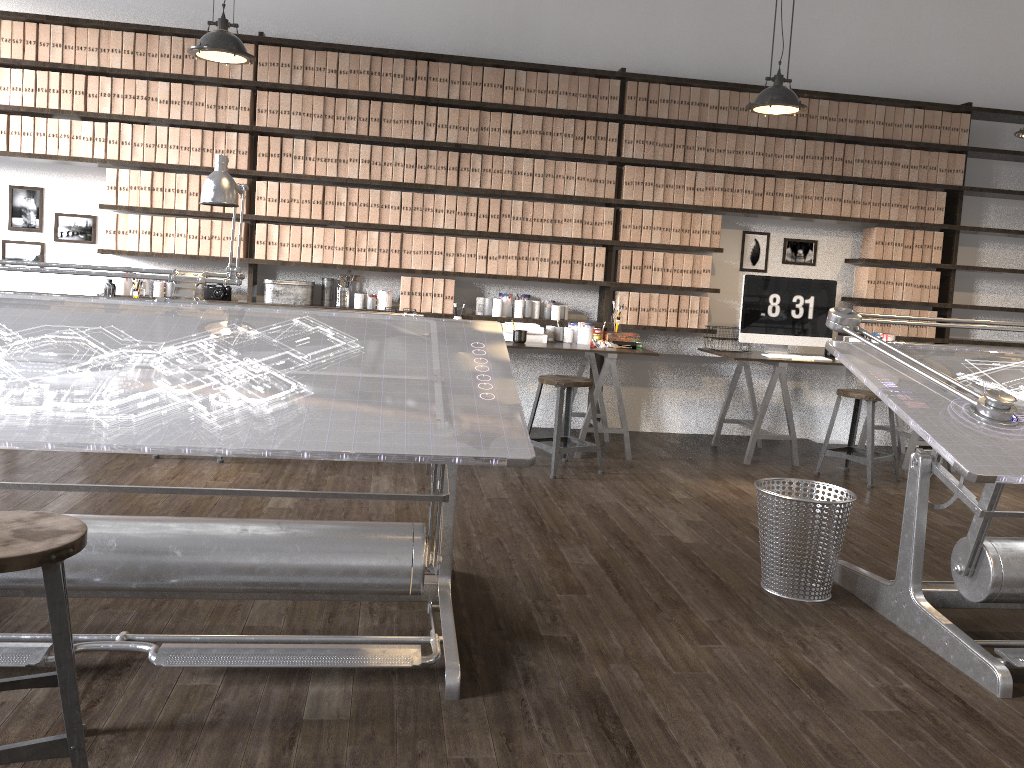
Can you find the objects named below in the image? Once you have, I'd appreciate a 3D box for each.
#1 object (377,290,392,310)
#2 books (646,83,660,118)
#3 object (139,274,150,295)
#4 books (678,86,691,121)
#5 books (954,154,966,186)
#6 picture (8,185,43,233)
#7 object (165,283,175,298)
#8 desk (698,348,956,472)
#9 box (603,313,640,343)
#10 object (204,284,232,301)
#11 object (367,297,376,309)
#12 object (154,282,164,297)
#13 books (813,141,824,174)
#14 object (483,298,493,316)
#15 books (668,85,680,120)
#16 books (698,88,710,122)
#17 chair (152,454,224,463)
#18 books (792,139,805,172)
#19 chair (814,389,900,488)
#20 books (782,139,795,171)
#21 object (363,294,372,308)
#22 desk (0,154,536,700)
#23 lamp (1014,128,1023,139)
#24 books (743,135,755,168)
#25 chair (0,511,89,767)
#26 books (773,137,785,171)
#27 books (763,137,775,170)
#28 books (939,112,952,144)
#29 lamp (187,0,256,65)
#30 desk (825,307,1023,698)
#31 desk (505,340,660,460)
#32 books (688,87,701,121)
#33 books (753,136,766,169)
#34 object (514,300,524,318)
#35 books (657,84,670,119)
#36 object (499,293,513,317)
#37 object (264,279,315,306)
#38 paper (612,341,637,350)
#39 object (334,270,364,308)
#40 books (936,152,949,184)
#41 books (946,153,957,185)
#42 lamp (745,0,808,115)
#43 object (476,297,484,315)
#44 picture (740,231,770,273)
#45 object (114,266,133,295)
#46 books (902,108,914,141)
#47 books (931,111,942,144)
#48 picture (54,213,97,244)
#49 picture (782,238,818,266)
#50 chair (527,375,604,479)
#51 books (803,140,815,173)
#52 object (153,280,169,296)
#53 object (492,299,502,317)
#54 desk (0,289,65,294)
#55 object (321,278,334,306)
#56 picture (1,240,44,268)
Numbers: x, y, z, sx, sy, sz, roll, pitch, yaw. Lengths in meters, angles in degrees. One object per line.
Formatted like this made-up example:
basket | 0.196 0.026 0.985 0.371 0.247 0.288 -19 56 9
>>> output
object | -0.830 -0.542 5.767 0.095 0.127 0.094 4 5 -1
books | 0.920 -1.875 5.911 0.066 0.225 0.175 3 5 -8
object | -2.326 -0.628 5.595 0.070 0.130 0.070 6 5 30
books | 1.131 -1.865 5.940 0.066 0.225 0.175 3 5 -8
books | 3.100 -1.495 6.238 0.066 0.224 0.175 3 5 -8
picture | -3.068 -1.105 5.592 0.201 0.283 0.022 3 4 -9
object | -2.143 -0.589 5.564 0.062 0.093 0.063 2 5 -22
desk | 2.113 0.167 5.849 1.667 0.667 0.659 3 6 -8
box | 0.709 -0.352 5.725 0.212 0.206 0.138 3 5 -8
object | -1.865 -0.586 5.613 0.171 0.108 0.091 3 5 -8
object | -0.907 -0.534 5.797 0.062 0.093 0.182 4 6 6
object | -2.209 -0.591 5.540 0.062 0.094 0.062 2 5 -22
books | 2.065 -1.545 6.092 0.066 0.224 0.175 3 5 -8
object | -0.156 -0.507 5.850 0.063 0.117 0.063 7 6 33
books | 1.060 -1.868 5.930 0.066 0.225 0.175 3 5 -8
books | 1.263 -1.858 5.958 0.066 0.224 0.175 3 5 -8
chair | -1.675 0.128 4.773 0.371 0.526 0.360 4 5 0
books | 1.931 -1.550 6.069 0.066 0.225 0.175 3 5 -8
chair | 2.074 0.311 5.259 0.358 0.526 0.373 0 7 -40
books | 1.859 -1.554 6.063 0.066 0.225 0.175 3 5 -8
object | -0.951 -0.542 5.807 0.063 0.093 0.062 9 7 44
desk | -1.133 -0.003 2.569 2.279 1.381 1.082 3 5 -8
lamp | 2.982 -2.468 4.740 0.311 2.244 0.313 5 4 16
books | 1.580 -1.567 6.023 0.066 0.224 0.175 3 5 -8
chair | -1.006 0.548 1.723 0.358 0.526 0.373 1 6 -30
books | 1.789 -1.558 6.057 0.066 0.225 0.175 3 5 -8
books | 1.721 -1.561 6.045 0.066 0.225 0.175 3 5 -8
books | 2.987 -1.777 6.202 0.066 0.225 0.175 3 5 -8
lamp | -1.309 -2.671 4.135 0.310 2.244 0.314 1 5 -28
desk | 2.182 0.154 3.037 2.068 1.381 1.082 3 5 -8
desk | -0.004 0.067 5.550 1.667 0.667 0.659 3 6 -8
books | 1.198 -1.861 5.944 0.067 0.225 0.175 3 5 -8
books | 1.652 -1.564 6.031 0.067 0.225 0.175 3 5 -8
object | 0.047 -0.493 5.838 0.062 0.119 0.062 0 6 -40
books | 0.991 -1.871 5.916 0.066 0.225 0.175 3 5 -8
object | -0.046 -0.524 5.914 0.095 0.161 0.094 3 5 -12
object | -1.436 -0.591 5.710 0.317 0.152 0.194 3 6 -9
paper | 0.708 -0.246 5.577 0.155 0.038 0.138 4 7 7
object | -1.061 -0.634 5.768 0.181 0.271 0.157 1 5 -24
books | 2.972 -1.501 6.217 0.067 0.225 0.175 3 5 -8
books | 3.037 -1.499 6.230 0.066 0.224 0.175 3 5 -8
lamp | 1.445 -2.541 4.523 0.311 2.244 0.313 5 4 16
object | -0.209 -0.516 5.891 0.062 0.119 0.062 7 6 33
picture | 1.715 -0.935 6.263 0.201 0.283 0.022 3 4 -9
object | -2.417 -0.641 5.506 0.106 0.176 0.108 3 5 -6
books | 2.707 -1.790 6.160 0.066 0.225 0.175 3 5 -8
books | 2.913 -1.780 6.190 0.066 0.224 0.175 3 5 -8
picture | -2.780 -0.990 5.640 0.251 0.183 0.023 3 4 -8
picture | 2.047 -0.939 6.307 0.251 0.183 0.023 3 4 -8
chair | 0.286 0.230 4.980 0.371 0.526 0.360 0 6 -35
books | 2.003 -1.547 6.079 0.067 0.225 0.175 3 5 -8
object | -2.237 -0.619 5.648 0.095 0.127 0.094 6 6 22
object | -0.096 -0.499 5.814 0.062 0.119 0.062 8 6 42
desk | -3.347 -0.304 5.030 1.268 1.094 1.076 3 6 -8
object | -1.215 -0.603 5.829 0.079 0.187 0.079 1 5 -29
picture | -3.097 -0.814 5.610 0.251 0.183 0.023 3 4 -8
